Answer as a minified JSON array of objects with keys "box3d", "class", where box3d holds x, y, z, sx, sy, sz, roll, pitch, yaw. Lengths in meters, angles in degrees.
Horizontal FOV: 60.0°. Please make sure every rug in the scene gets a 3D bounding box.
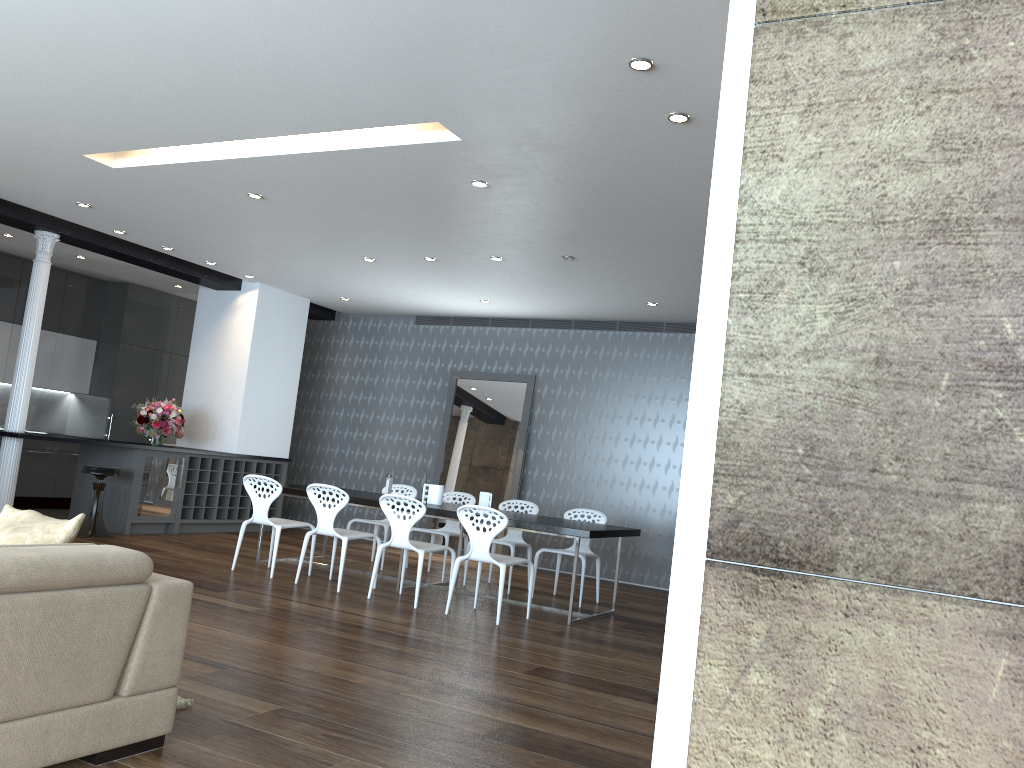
[{"box3d":[-3.598,0.957,2.505,2.972,0.020,4.231,4,-6,27],"class":"rug"}]

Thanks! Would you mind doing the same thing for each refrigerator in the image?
[{"box3d":[-3.809,1.105,9.539,0.075,0.774,0.578,3,-6,31],"class":"refrigerator"}]

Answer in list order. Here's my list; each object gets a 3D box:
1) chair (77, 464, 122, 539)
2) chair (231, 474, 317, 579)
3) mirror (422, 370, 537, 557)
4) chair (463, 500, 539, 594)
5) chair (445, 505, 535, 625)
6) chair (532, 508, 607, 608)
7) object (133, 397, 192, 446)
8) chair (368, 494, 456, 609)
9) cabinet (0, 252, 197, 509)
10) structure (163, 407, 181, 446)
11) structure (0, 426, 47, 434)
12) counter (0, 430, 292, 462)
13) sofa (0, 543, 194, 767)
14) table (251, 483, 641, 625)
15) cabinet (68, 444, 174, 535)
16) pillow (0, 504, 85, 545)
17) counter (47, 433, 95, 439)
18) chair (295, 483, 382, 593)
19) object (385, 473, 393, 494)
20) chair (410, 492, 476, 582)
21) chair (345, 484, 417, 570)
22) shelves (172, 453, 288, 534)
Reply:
[{"box3d":[-1.560,1.365,6.565,21.556,0.952,16.134,4,-6,27],"class":"chair"},{"box3d":[-2.058,1.216,7.670,0.495,0.835,0.581,4,-6,27],"class":"chair"},{"box3d":[-0.412,0.980,10.894,1.200,2.294,0.240,4,-6,27],"class":"mirror"},{"box3d":[-0.068,1.517,8.429,0.495,0.835,0.581,4,-6,27],"class":"chair"},{"box3d":[-0.163,1.339,6.694,0.495,0.835,0.581,4,-6,27],"class":"chair"},{"box3d":[0.555,1.557,8.106,0.495,0.835,0.581,4,-6,27],"class":"chair"},{"box3d":[-3.934,0.418,9.939,0.570,0.552,0.544,3,-7,33],"class":"object"},{"box3d":[-0.788,1.296,6.997,0.495,0.835,0.581,4,-6,27],"class":"chair"},{"box3d":[-5.483,0.131,11.785,0.827,2.980,7.409,4,-6,27],"class":"cabinet"},{"box3d":[-4.952,0.606,12.627,0.591,0.596,0.595,4,-6,27],"class":"structure"},{"box3d":[-6.106,0.540,10.564,0.520,0.066,0.900,4,-6,27],"class":"structure"},{"box3d":[-4.082,0.695,9.902,1.000,0.040,3.700,4,-6,27],"class":"counter"},{"box3d":[-2.187,0.631,2.326,1.021,0.950,2.581,4,-6,27],"class":"sofa"},{"box3d":[-0.690,1.453,7.958,3.400,0.733,1.200,4,-6,27],"class":"table"},{"box3d":[-4.212,1.135,9.707,0.900,0.897,0.642,4,-6,27],"class":"cabinet"},{"box3d":[-1.919,0.650,3.335,0.518,0.393,0.395,3,-6,31],"class":"pillow"},{"box3d":[-6.426,0.564,10.040,0.807,0.223,3.597,4,-6,27],"class":"counter"},{"box3d":[-1.438,1.256,7.343,0.495,0.835,0.581,4,-6,27],"class":"chair"},{"box3d":[-1.155,0.935,8.200,0.076,0.233,0.161,6,-6,9],"class":"object"},{"box3d":[-0.690,1.477,8.752,0.495,0.835,0.581,4,-6,27],"class":"chair"},{"box3d":[-1.313,1.437,9.074,0.495,0.835,0.581,4,-6,27],"class":"chair"},{"box3d":[-3.686,1.295,10.741,0.900,0.897,1.700,4,-6,27],"class":"shelves"}]
